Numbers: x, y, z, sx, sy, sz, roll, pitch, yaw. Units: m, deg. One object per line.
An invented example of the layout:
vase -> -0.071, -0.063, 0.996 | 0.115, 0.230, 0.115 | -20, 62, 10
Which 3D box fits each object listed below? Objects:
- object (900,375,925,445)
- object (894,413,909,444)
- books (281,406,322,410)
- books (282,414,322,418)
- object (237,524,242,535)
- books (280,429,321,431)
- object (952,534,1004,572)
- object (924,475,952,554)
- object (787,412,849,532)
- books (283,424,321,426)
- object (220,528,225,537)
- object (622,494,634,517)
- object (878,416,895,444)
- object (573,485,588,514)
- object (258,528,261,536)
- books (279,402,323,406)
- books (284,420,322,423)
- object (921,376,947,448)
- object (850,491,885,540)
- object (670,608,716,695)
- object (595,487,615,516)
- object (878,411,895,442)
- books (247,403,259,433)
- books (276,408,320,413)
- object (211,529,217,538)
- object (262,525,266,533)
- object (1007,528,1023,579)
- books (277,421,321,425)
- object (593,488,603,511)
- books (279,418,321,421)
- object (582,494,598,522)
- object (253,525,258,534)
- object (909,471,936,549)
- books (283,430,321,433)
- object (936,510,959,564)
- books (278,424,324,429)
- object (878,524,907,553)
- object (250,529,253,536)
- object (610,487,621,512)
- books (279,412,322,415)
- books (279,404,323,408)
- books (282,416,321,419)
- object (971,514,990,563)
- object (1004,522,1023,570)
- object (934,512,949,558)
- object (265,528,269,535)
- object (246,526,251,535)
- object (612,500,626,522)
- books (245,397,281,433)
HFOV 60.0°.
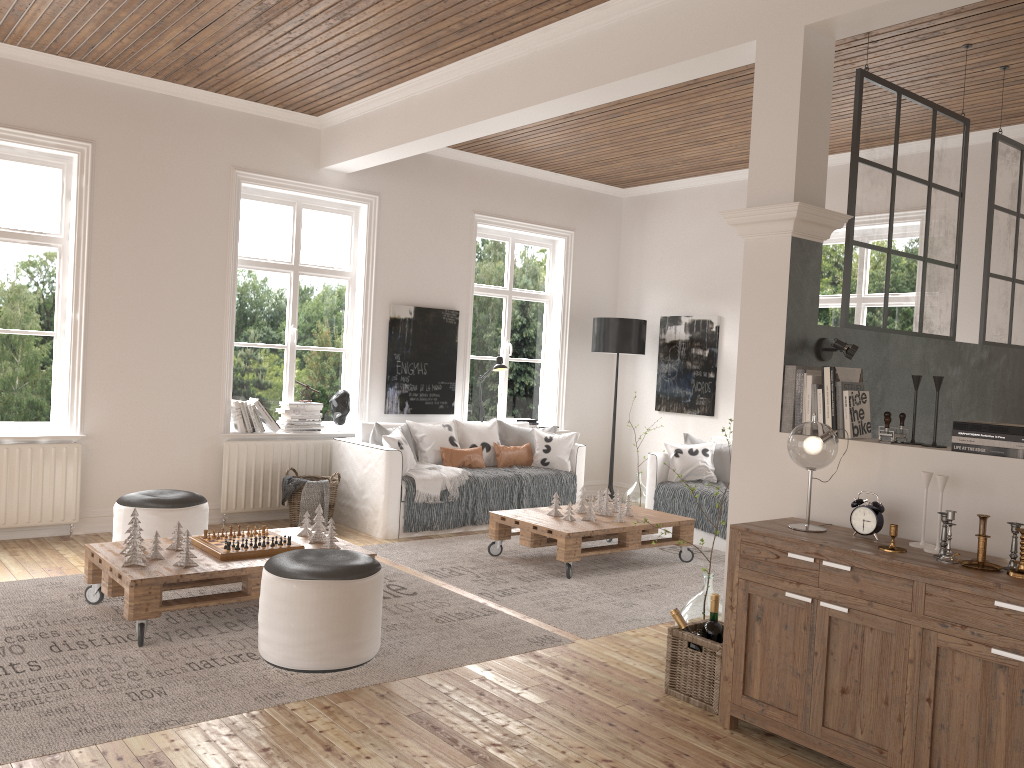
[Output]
object -> 1.511, 0.097, 3.325 | 0.085, 0.259, 0.085 | 3, 1, 2
object -> 1.455, 0.166, 3.312 | 0.032, 0.117, 0.058 | 2, 2, -28
books -> -1.653, 0.187, 6.955 | 0.273, 0.021, 0.174 | 2, 2, -39
books -> -1.649, 0.249, 6.966 | 0.263, 0.017, 0.167 | 2, 2, -39
object -> -1.413, 0.755, 4.593 | 0.025, 0.055, 0.025 | 3, 1, -7
books -> -1.662, 0.355, 6.949 | 0.285, 0.012, 0.159 | 2, 2, -39
object -> 1.449, 0.518, 2.735 | 0.124, 0.100, 0.124 | 3, 2, -16
object -> 1.423, 0.432, 2.949 | 0.084, 0.256, 0.084 | 4, 2, 29
object -> 1.180, 0.638, 3.315 | 0.395, 1.062, 0.180 | 2, 2, -24
books -> -1.654, 0.317, 6.965 | 0.254, 0.013, 0.161 | 2, 2, -39
object -> -1.480, 0.756, 4.537 | 0.022, 0.047, 0.022 | 3, 1, -7
object -> 0.792, 0.823, 6.047 | 0.075, 0.147, 0.075 | 3, 1, -7
object -> 1.398, 0.170, 3.306 | 0.032, 0.102, 0.058 | 2, 2, -44
object -> 0.482, 0.784, 6.050 | 0.112, 0.193, 0.106 | 3, 1, -11
object -> -1.312, 0.769, 4.612 | 0.017, 0.037, 0.017 | 3, 2, -20
books -> -1.650, 0.153, 6.941 | 0.288, 0.016, 0.182 | 2, 2, -39
books -> -1.642, 0.290, 6.961 | 0.256, 0.013, 0.161 | 2, 2, -39
object -> 1.548, 0.101, 3.234 | 0.085, 0.259, 0.085 | 3, 1, 2
object -> 1.260, 0.465, 3.147 | 0.050, 0.165, 0.120 | 2, 2, -39
object -> 0.760, 1.082, 3.550 | 0.284, 0.332, 0.095 | 4, 2, 30
object -> 0.640, 0.793, 5.995 | 0.113, 0.195, 0.107 | 2, 2, -32
object -> 1.426, 0.163, 3.375 | 0.058, 0.117, 0.032 | 4, 2, 25
books -> -1.985, 0.252, 6.699 | 0.101, 0.218, 0.161 | 2, 2, -39
books -> -1.680, 0.209, 6.955 | 0.296, 0.028, 0.180 | 2, 2, -39
object -> -1.514, 0.757, 4.510 | 0.026, 0.044, 0.026 | 3, 1, 6
object -> -1.308, 0.766, 4.674 | 0.019, 0.040, 0.019 | 3, 1, -5
object -> 1.531, 0.498, 2.649 | 0.085, 0.152, 0.085 | 2, 2, -35
books -> -1.676, 0.303, 6.966 | 0.288, 0.016, 0.182 | 2, 2, -39
object -> 0.612, 0.802, 6.166 | 0.090, 0.164, 0.095 | 2, 2, -32
books -> -1.663, 0.276, 6.954 | 0.285, 0.012, 0.159 | 2, 2, -39
object -> 0.509, 0.799, 5.787 | 0.097, 0.178, 0.103 | 3, 2, 14
object -> -1.344, 0.763, 4.647 | 0.026, 0.044, 0.026 | 3, 1, 6
object -> 1.414, 0.430, 3.036 | 0.084, 0.256, 0.084 | 4, 2, 29
books -> -1.653, 0.368, 6.962 | 0.254, 0.012, 0.161 | 2, 2, -39
object -> 1.385, 0.482, 2.807 | 0.066, 0.160, 0.066 | 3, 1, 11
books -> -1.664, 0.335, 6.958 | 0.331, 0.025, 0.176 | 2, 2, -39
object -> 1.268, 0.510, 2.949 | 0.088, 0.085, 0.088 | 2, 2, -34
object -> -1.347, 0.768, 4.585 | 0.017, 0.037, 0.017 | 3, 2, -20
object -> 0.727, 0.802, 6.187 | 0.090, 0.176, 0.090 | 3, 1, 13
books -> -1.664, 0.232, 6.971 | 0.288, 0.016, 0.182 | 2, 2, -39
books -> -1.653, 0.169, 6.953 | 0.288, 0.016, 0.182 | 2, 2, -39
books -> -1.650, 0.265, 6.956 | 0.254, 0.012, 0.161 | 2, 2, -39
object -> 1.504, 0.494, 2.837 | 0.052, 0.148, 0.052 | 3, 1, 2
object -> 1.548, 0.496, 2.732 | 0.055, 0.153, 0.055 | 4, 2, 28
object -> 1.398, 0.485, 2.867 | 0.055, 0.153, 0.055 | 3, 1, 11
object -> -1.281, 0.770, 4.639 | 0.017, 0.037, 0.017 | 3, 2, -20
object -> -1.373, 0.760, 4.622 | 0.022, 0.047, 0.022 | 3, 1, -7
object -> 0.705, 0.828, 5.785 | 0.073, 0.142, 0.072 | 2, 2, -31
books -> -1.900, 0.236, 6.765 | 0.226, 0.255, 0.176 | 2, 2, -39
